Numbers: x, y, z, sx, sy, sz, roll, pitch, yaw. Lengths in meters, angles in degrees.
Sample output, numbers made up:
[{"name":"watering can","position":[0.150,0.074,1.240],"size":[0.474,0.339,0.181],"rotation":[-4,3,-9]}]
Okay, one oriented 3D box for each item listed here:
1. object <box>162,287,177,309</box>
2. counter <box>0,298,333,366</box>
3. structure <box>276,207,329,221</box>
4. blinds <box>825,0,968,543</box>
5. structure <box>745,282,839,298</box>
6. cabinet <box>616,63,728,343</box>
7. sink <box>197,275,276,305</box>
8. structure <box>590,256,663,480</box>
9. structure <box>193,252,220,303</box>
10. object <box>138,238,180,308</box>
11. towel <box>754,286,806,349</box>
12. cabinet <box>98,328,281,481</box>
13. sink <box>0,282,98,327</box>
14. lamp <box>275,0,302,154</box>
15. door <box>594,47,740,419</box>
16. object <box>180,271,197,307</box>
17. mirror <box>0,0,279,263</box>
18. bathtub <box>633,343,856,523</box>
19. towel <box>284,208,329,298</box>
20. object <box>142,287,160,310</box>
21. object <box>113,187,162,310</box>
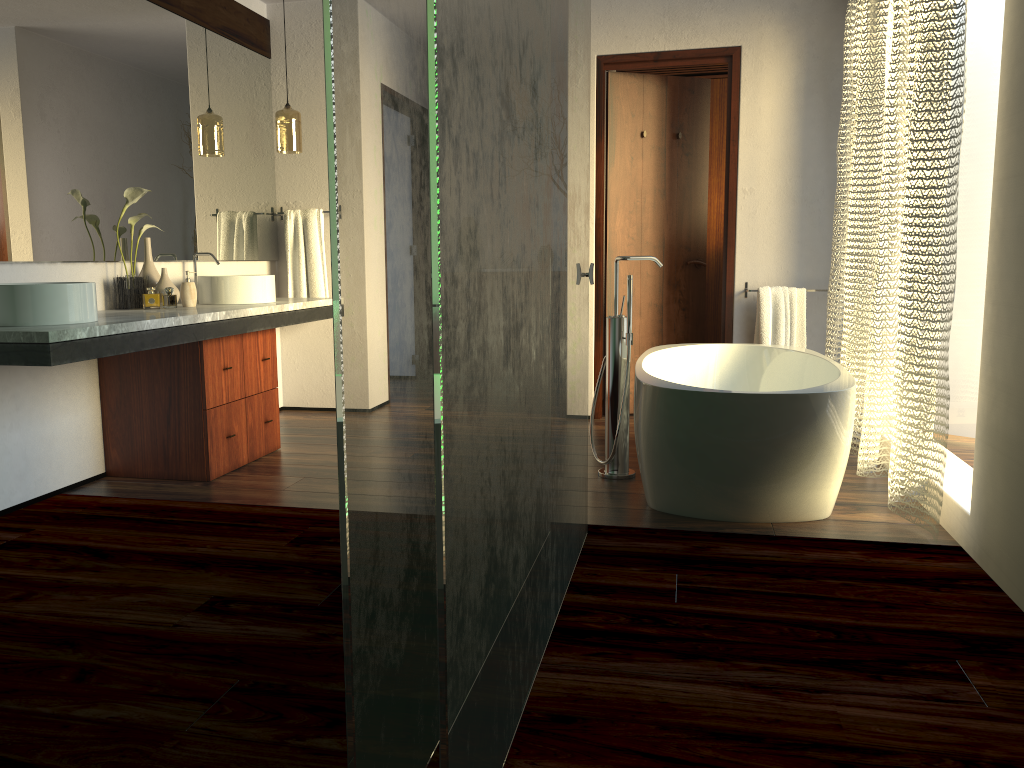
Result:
[{"name":"object","position":[-1.452,-0.366,3.754],"size":[0.039,0.090,0.056],"rotation":[3,9,22]},{"name":"counter","position":[-1.408,-0.262,3.709],"size":[0.593,0.101,2.235],"rotation":[1,8,11]},{"name":"structure","position":[-1.186,-0.991,5.127],"size":[0.373,0.088,0.101],"rotation":[1,8,13]},{"name":"blinds","position":[1.465,-0.804,3.468],"size":[0.183,2.337,2.103],"rotation":[1,8,11]},{"name":"structure","position":[1.441,-0.483,4.558],"size":[0.458,0.088,0.101],"rotation":[1,8,13]},{"name":"cabinet","position":[1.465,-1.167,6.068],"size":[1.499,2.363,0.355],"rotation":[1,8,13]},{"name":"sink","position":[-1.315,-0.454,4.237],"size":[0.354,0.131,0.360],"rotation":[-2,8,-10]},{"name":"structure","position":[0.427,-0.072,3.635],"size":[0.239,0.897,0.283],"rotation":[-7,10,-38]},{"name":"structure","position":[-1.483,-0.508,4.241],"size":[0.167,0.242,0.065],"rotation":[2,8,17]},{"name":"object","position":[-1.546,-0.483,3.852],"size":[0.246,0.305,0.117],"rotation":[6,10,39]},{"name":"towel","position":[1.385,-0.185,4.583],"size":[0.260,0.637,0.155],"rotation":[-1,8,-4]},{"name":"cabinet","position":[-1.405,0.053,3.957],"size":[0.518,0.599,0.652],"rotation":[1,8,12]},{"name":"sink","position":[-1.571,-0.269,2.938],"size":[0.362,0.131,0.353],"rotation":[1,8,15]},{"name":"lamp","position":[-1.216,-1.693,4.770],"size":[0.136,0.867,0.142],"rotation":[-6,10,-35]},{"name":"door","position":[0.853,-0.792,4.950],"size":[0.738,1.947,0.459],"rotation":[1,8,13]},{"name":"object","position":[-1.423,-0.418,3.892],"size":[0.070,0.158,0.071],"rotation":[-1,8,-5]},{"name":"mirror","position":[-1.781,-1.023,3.221],"size":[0.017,1.152,4.036],"rotation":[1,8,11]},{"name":"bathtub","position":[0.869,0.157,3.469],"size":[0.773,0.485,1.604],"rotation":[1,8,11]},{"name":"towel","position":[-1.187,-0.687,5.107],"size":[0.263,0.636,0.157],"rotation":[4,9,30]},{"name":"object","position":[-1.519,-0.360,3.725],"size":[0.064,0.092,0.039],"rotation":[-5,9,-27]},{"name":"object","position":[-1.593,-0.572,3.770],"size":[0.187,0.504,0.245],"rotation":[-2,8,-10]}]
